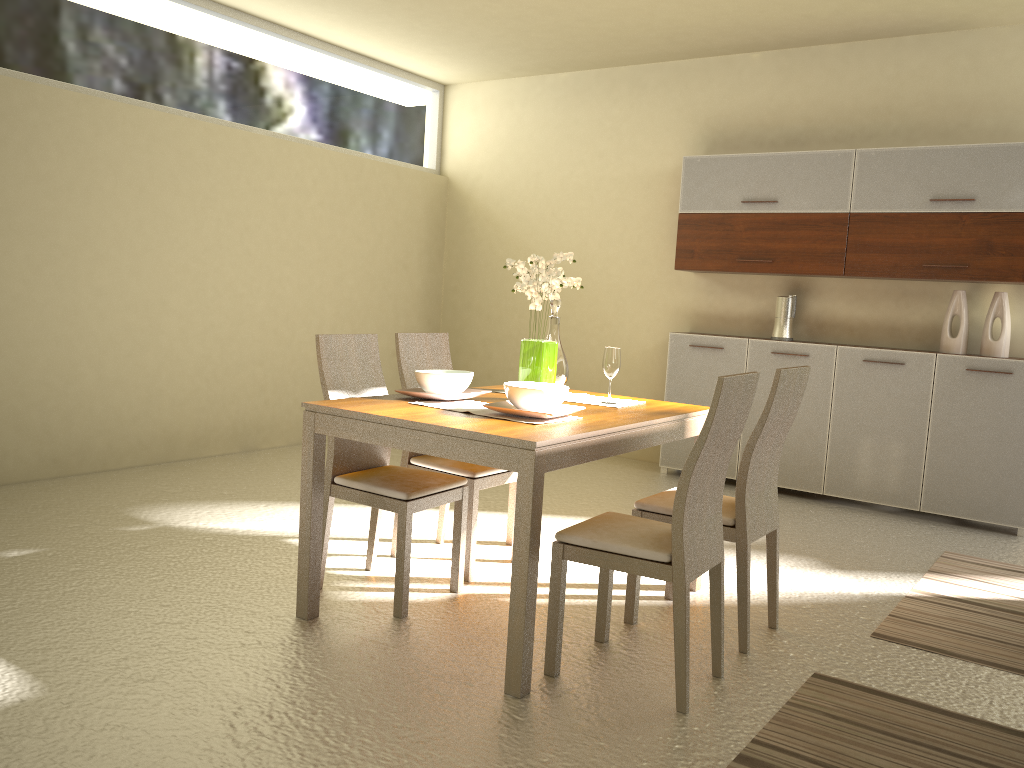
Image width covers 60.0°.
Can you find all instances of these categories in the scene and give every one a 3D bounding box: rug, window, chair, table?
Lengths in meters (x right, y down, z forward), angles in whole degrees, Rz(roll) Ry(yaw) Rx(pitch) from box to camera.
[{"bbox_3d":[2.174,0.967,3.800,0.842,0.007,1.613,7,7,35],"label":"rug"},{"bbox_3d":[0.917,1.062,2.120,0.843,0.010,1.613,7,7,34],"label":"rug"},{"bbox_3d":[0.610,-0.696,4.468,6.429,3.000,4.466,7,7,32],"label":"window"},{"bbox_3d":[0.777,0.420,3.354,0.507,1.017,0.404,7,7,34],"label":"chair"},{"bbox_3d":[-0.490,0.326,3.531,0.507,1.017,0.404,7,7,31],"label":"chair"},{"bbox_3d":[0.453,0.450,2.861,0.507,1.017,0.404,7,7,31],"label":"chair"},{"bbox_3d":[-0.243,0.294,3.996,0.507,1.017,0.404,7,7,35],"label":"chair"},{"bbox_3d":[0.037,0.475,3.499,1.000,0.790,1.411,7,7,34],"label":"table"}]

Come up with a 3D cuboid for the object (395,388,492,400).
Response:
[{"bbox_3d":[-0.269,0.040,3.490,0.283,0.041,0.283,7,7,34],"label":"object"}]

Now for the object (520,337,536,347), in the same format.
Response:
[{"bbox_3d":[0.068,-0.090,3.961,0.075,0.232,0.075,3,6,-7],"label":"object"}]

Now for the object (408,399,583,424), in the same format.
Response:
[{"bbox_3d":[-0.067,0.093,3.230,0.589,0.010,0.287,8,7,37],"label":"object"}]

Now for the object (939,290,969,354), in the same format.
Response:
[{"bbox_3d":[2.708,-0.378,5.405,0.153,0.384,0.153,1,6,-22],"label":"object"}]

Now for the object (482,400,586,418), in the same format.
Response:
[{"bbox_3d":[0.080,0.094,3.143,0.283,0.033,0.283,6,6,28],"label":"object"}]

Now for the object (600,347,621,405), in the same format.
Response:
[{"bbox_3d":[0.405,-0.034,3.643,0.075,0.232,0.075,3,6,-7],"label":"object"}]

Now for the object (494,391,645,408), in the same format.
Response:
[{"bbox_3d":[0.247,0.053,3.812,0.589,0.010,0.287,7,7,31],"label":"object"}]

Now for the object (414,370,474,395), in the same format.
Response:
[{"bbox_3d":[-0.269,0.000,3.488,0.233,0.107,0.232,-2,8,-44],"label":"object"}]

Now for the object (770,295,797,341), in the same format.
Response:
[{"bbox_3d":[1.847,-0.447,5.981,0.181,0.305,0.150,8,8,40],"label":"object"}]

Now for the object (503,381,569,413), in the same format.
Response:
[{"bbox_3d":[0.083,0.054,3.139,0.233,0.101,0.233,6,6,23],"label":"object"}]

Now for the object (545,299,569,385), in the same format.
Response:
[{"bbox_3d":[0.179,-0.174,3.890,0.156,0.426,0.156,2,6,-14],"label":"object"}]

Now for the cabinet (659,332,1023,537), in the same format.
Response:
[{"bbox_3d":[2.125,0.252,5.815,2.318,1.018,0.372,7,7,34],"label":"cabinet"}]

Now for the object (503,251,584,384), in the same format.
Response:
[{"bbox_3d":[0.120,-0.227,3.538,0.304,0.608,0.302,8,7,37],"label":"object"}]

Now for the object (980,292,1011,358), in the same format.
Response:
[{"bbox_3d":[2.891,-0.354,5.280,0.153,0.384,0.153,1,6,-22],"label":"object"}]

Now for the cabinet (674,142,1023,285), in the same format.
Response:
[{"bbox_3d":[2.204,-1.080,5.681,2.318,0.789,0.372,7,7,34],"label":"cabinet"}]
